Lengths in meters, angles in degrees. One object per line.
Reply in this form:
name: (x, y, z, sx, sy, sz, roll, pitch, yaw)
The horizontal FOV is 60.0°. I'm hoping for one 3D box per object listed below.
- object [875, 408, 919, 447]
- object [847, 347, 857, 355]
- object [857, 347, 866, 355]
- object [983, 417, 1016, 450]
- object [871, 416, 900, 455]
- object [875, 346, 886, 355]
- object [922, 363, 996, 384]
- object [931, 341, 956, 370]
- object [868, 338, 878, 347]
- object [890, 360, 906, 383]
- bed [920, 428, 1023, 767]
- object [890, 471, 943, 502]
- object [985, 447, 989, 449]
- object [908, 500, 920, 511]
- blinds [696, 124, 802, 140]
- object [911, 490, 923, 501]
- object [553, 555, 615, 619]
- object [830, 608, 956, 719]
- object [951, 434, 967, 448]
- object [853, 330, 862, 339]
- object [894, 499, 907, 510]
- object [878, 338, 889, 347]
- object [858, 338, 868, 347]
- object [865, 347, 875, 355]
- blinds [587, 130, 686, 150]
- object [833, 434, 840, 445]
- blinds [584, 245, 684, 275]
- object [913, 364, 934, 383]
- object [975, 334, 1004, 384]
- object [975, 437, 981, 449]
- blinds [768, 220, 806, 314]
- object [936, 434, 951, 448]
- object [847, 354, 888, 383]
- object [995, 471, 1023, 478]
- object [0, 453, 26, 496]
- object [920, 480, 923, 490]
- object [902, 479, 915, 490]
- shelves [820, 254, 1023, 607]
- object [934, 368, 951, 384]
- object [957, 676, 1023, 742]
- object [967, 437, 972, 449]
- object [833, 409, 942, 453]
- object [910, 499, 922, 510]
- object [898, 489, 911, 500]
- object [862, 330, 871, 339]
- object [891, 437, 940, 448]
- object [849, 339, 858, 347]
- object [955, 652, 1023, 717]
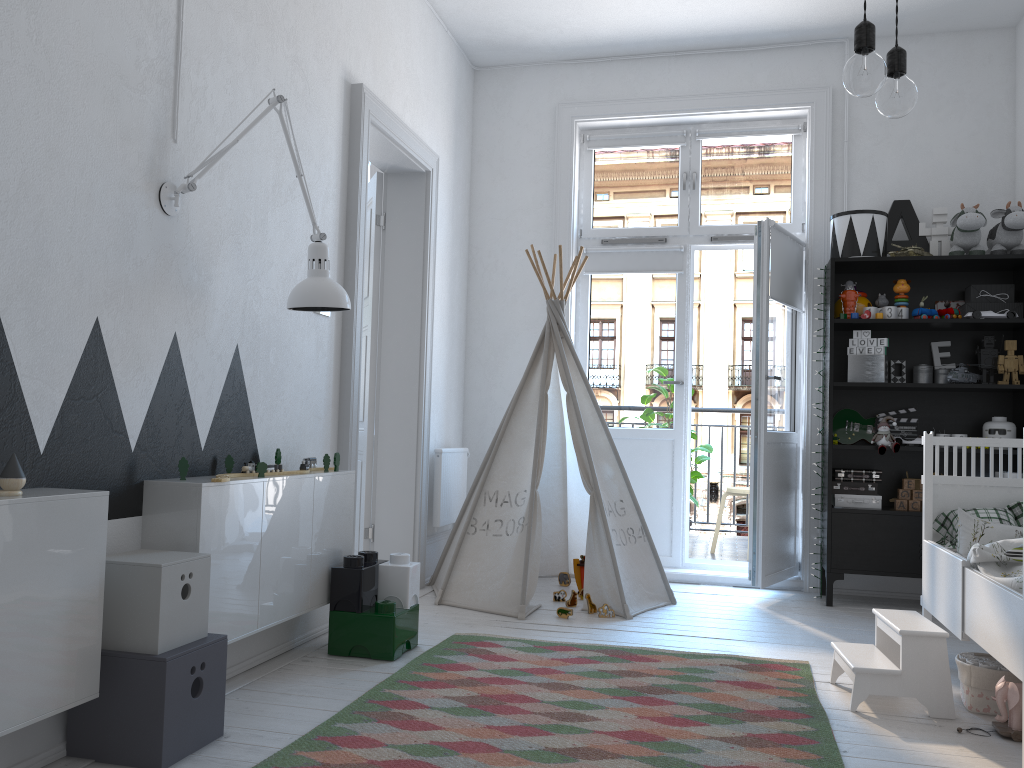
object: (1.926, 0.215, 4.437, 0.201, 0.199, 0.048, 1, -3, 14)
object: (1.667, -0.159, 4.345, 0.040, 0.040, 0.040, 0, -3, 29)
object: (1.705, -0.159, 4.333, 0.040, 0.040, 0.040, 1, -3, 19)
object: (2.322, 0.237, 4.226, 0.139, 0.162, 0.139, 2, -3, -11)
object: (1.772, 0.244, 4.199, 0.110, 0.186, 0.129, 2, -3, 1)
object: (1.780, -0.160, 4.282, 0.040, 0.040, 0.040, -1, -4, 44)
object: (2.167, -0.045, 4.271, 0.368, 0.105, 0.349, 1, -3, 16)
object: (2.159, -0.142, 4.443, 0.107, 0.151, 0.055, 1, -3, 14)
object: (1.753, -0.200, 4.300, 0.040, 0.040, 0.040, -1, -4, 44)
object: (1.951, -0.054, 4.482, 0.070, 0.134, 0.028, 1, -3, 14)
bed: (1.674, 0.558, 2.577, 0.670, 0.832, 1.404, 1, -3, 14)
object: (2.043, 0.525, 4.357, 0.337, 0.186, 0.111, 0, -3, 29)
object: (2.227, 0.279, 4.164, 0.031, 0.054, 0.042, 3, -3, -31)
object: (1.925, 0.581, 4.246, 0.050, 0.050, 0.050, 1, -3, 19)
blinds: (1.312, -1.400, 4.927, 0.565, 0.060, 0.032, 1, -3, 14)
object: (1.941, 0.532, 4.244, 0.050, 0.050, 0.050, 1, -3, 14)
object: (0.390, 0.881, 4.161, 0.385, 0.283, 0.857, 1, -3, 6)
object: (1.158, 0.845, 2.723, 0.288, 0.245, 0.332, 1, -3, 9)
object: (2.129, 0.273, 4.220, 0.067, 0.067, 0.067, 0, -3, 28)
object: (1.689, -0.240, 4.337, 0.040, 0.040, 0.040, 1, -3, 19)
object: (1.868, 0.580, 4.260, 0.050, 0.050, 0.050, 1, -3, 14)
object: (1.792, -0.200, 4.278, 0.040, 0.040, 0.040, -1, -4, 39)
object: (1.713, -0.200, 4.322, 0.040, 0.040, 0.040, 0, -3, 34)
object: (1.740, -0.159, 4.304, 0.040, 0.040, 0.040, 0, -3, 29)
blinds: (0.710, -1.396, 5.078, 0.565, 0.087, 0.032, 1, -3, 14)
object: (1.625, 0.277, 4.458, 0.042, 0.054, 0.031, 0, -3, 24)
blinds: (0.689, -0.704, 5.046, 0.565, 0.158, 0.032, 1, -3, 14)
object: (2.049, -0.042, 4.421, 0.095, 0.110, 0.095, 1, -3, 19)
object: (2.312, -0.116, 4.291, 0.117, 0.259, 0.081, 1, -3, 14)
object: (2.205, 0.280, 4.201, 0.042, 0.054, 0.031, 1, -3, 14)
blinds: (1.422, -0.592, 4.564, 0.032, 0.390, 0.565, 0, -3, 34)
object: (2.083, 0.275, 4.280, 0.067, 0.067, 0.067, 0, -3, 28)
object: (1.741, -0.070, 4.340, 0.170, 0.138, 0.124, 0, -3, 29)
object: (2.346, 0.516, 4.190, 0.132, 0.199, 0.267, 1, -3, 14)
object: (-1.071, 0.165, 1.719, 0.148, 0.113, 0.231, 1, -3, 4)
object: (1.985, 0.484, 4.250, 0.050, 0.050, 0.050, 0, -3, 34)
object: (1.908, 0.483, 4.268, 0.050, 0.050, 0.050, 1, -3, 14)
shelves: (2.004, 0.240, 4.316, 0.911, 1.677, 0.353, 1, -3, 14)
object: (2.123, -0.038, 4.316, 0.078, 0.091, 0.246, 1, -3, 9)
object: (1.348, 0.882, 2.423, 0.254, 0.151, 0.125, 1, -3, 13)
object: (2.151, 0.277, 4.160, 0.042, 0.054, 0.031, 3, -3, -26)
object: (1.892, 0.247, 4.471, 0.542, 0.239, 0.093, 1, -3, 15)
object: (1.952, 0.585, 4.294, 0.050, 0.050, 0.050, 1, -3, 14)
object: (1.891, 0.532, 4.277, 0.050, 0.050, 0.050, 1, -3, 14)
object: (1.726, -0.240, 4.317, 0.040, 0.040, 0.040, 0, -3, 24)
object: (1.951, 0.281, 4.273, 0.230, 0.048, 0.098, -1, -4, 39)
object: (1.673, -0.199, 4.344, 0.040, 0.040, 0.040, 0, -3, 24)
object: (1.456, 0.900, 2.674, 0.215, 0.147, 0.240, 1, -3, 21)
